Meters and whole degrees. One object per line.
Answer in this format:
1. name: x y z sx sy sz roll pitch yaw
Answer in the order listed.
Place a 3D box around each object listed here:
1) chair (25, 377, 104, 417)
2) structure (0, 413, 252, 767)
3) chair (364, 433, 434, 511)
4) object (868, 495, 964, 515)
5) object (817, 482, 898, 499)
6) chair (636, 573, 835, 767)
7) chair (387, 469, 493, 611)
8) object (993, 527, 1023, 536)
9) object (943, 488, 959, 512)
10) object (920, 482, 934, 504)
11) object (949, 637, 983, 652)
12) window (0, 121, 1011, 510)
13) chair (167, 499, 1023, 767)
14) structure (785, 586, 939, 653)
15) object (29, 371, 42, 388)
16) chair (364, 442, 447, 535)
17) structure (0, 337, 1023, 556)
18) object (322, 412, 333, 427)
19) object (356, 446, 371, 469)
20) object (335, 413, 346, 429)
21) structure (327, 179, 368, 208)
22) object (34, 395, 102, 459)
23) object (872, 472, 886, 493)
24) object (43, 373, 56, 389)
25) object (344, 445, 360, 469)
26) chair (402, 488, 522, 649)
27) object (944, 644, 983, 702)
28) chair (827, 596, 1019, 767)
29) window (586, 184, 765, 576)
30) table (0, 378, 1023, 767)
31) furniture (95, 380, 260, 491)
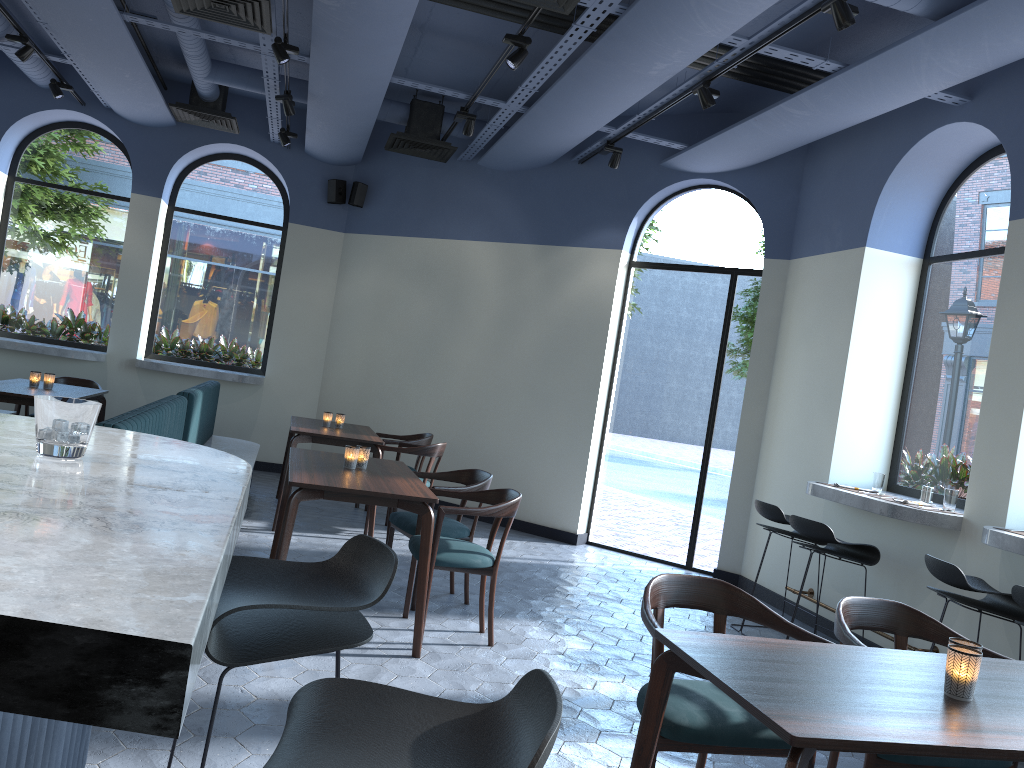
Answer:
1. chair: -3.919 0.347 7.776 0.618 0.793 0.525 9 0 -15
2. structure: -1.618 -0.801 0.071 3.220 3.800 3.653 9 0 -14
3. chair: -1.015 0.800 7.836 0.525 0.793 0.618 9 0 -15
4. object: 2.425 0.714 5.322 0.322 0.027 0.497 9 0 -14
5. object: 2.291 0.692 5.868 0.322 0.027 0.497 9 0 -14
6. chair: 0.615 1.064 2.832 0.618 0.793 0.525 9 0 -15
7. chair: -0.444 0.894 5.326 0.525 0.793 0.618 9 0 -28
8. object: 2.669 0.754 4.329 0.322 0.027 0.497 9 0 -14
9. object: 2.570 0.684 5.201 0.080 0.132 0.080 9 0 1
10. object: 2.655 0.694 5.670 0.047 0.136 0.093 9 0 -14
11. object: 1.162 0.726 2.289 0.078 0.120 0.078 9 0 3
12. window: -0.141 -0.875 6.221 14.212 2.394 3.897 9 0 37
13. chair: 0.964 1.038 2.426 3.651 0.949 6.322 9 0 -15
14. structure: 1.351 1.453 1.953 6.894 0.250 5.649 9 0 -42
15. object: -3.666 -0.036 6.815 0.078 0.120 0.078 9 0 3
16. chair: -0.851 0.826 7.170 0.525 0.793 0.618 9 0 10
17. structure: -0.446 0.320 6.036 14.155 0.080 4.315 9 0 37
18. object: -1.537 0.294 7.384 0.078 0.120 0.078 9 0 3
19. object: -0.836 0.409 4.943 0.078 0.120 0.078 9 0 -31
20. object: -1.441 0.309 7.425 0.078 0.120 0.078 9 0 3
21. structure: -2.180 -2.098 3.474 7.261 0.268 13.143 9 0 -31
22. object: -0.805 0.079 1.595 0.111 0.102 0.111 9 0 -42
23. object: 2.478 0.668 6.004 0.080 0.132 0.080 9 0 1
24. object: -3.573 -0.021 6.844 0.078 0.120 0.078 9 0 3
25. object: -0.881 0.402 4.857 0.078 0.120 0.078 9 0 -31
26. chair: -0.273 0.922 4.622 0.525 0.793 0.618 9 0 -15
27. object: 1.117 0.719 2.203 0.078 0.120 0.078 9 0 3
28. chair: 1.286 1.168 2.938 0.618 0.793 0.525 9 0 -15
29. window: 1.476 -0.101 7.786 1.298 3.335 0.020 9 0 31
30. table: -1.043 0.822 3.644 3.997 0.755 9.778 9 0 -30
31. furniture: -3.998 0.158 5.375 4.703 1.150 4.800 9 0 -14
